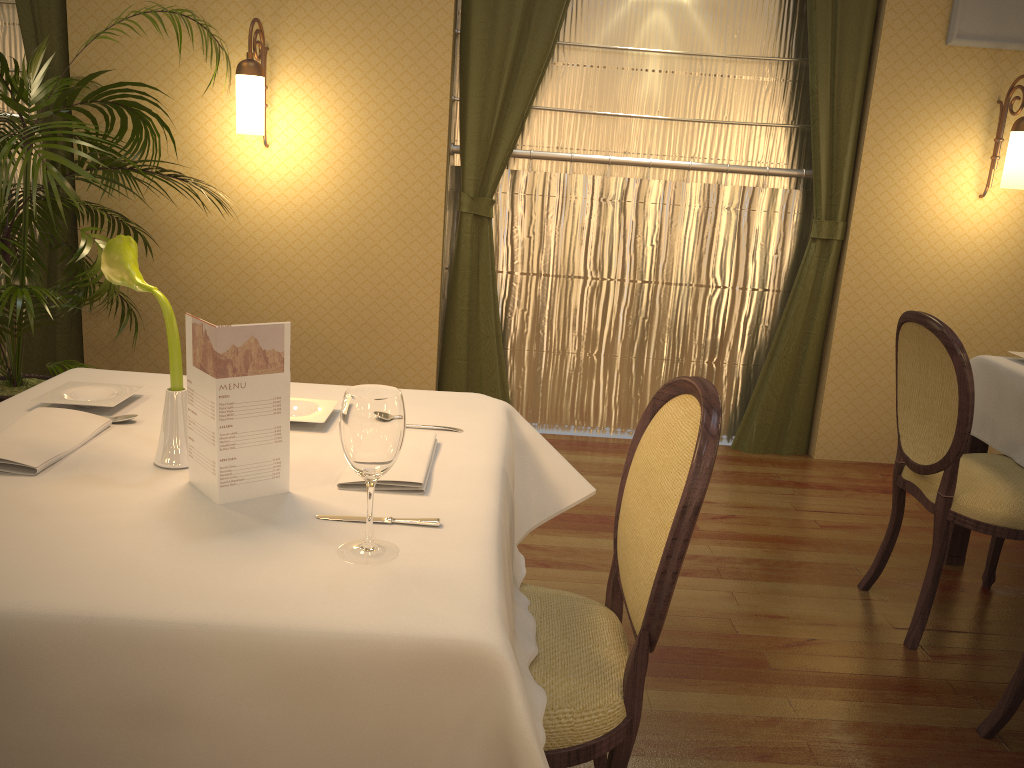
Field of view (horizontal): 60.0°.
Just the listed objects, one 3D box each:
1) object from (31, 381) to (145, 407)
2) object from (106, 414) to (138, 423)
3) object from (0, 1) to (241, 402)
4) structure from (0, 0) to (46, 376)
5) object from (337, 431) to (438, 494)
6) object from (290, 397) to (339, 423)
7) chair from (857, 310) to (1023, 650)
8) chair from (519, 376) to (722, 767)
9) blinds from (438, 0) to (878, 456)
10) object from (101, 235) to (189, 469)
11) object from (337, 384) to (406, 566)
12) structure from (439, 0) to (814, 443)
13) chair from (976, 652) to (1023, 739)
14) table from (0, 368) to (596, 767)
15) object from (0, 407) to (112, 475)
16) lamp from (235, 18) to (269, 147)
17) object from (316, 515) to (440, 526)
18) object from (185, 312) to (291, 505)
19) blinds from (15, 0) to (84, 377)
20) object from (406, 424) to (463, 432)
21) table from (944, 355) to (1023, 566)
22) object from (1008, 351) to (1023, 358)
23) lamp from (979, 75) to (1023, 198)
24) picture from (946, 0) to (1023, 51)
[{"bbox_3d":[-0.851,0.030,1.790,0.160,0.024,0.160,4,14,-1],"label":"object"},{"bbox_3d":[-0.805,0.062,1.692,0.181,0.015,0.038,4,14,0],"label":"object"},{"bbox_3d":[-1.830,-0.573,3.401,1.496,1.807,1.552,-1,15,-20],"label":"object"},{"bbox_3d":[-2.797,-2.154,3.822,1.942,4.511,0.123,4,14,-1],"label":"structure"},{"bbox_3d":[-0.213,0.133,1.566,0.142,0.024,0.273,4,14,-1],"label":"object"},{"bbox_3d":[-0.442,0.061,1.784,0.160,0.024,0.160,4,14,-1],"label":"object"},{"bbox_3d":[1.406,0.273,2.660,0.571,0.955,0.530,4,14,-1],"label":"chair"},{"bbox_3d":[0.023,0.445,1.582,0.571,0.955,0.530,4,14,-1],"label":"chair"},{"bbox_3d":[0.705,-1.905,3.765,1.878,4.537,0.129,4,14,-1],"label":"blinds"},{"bbox_3d":[-0.594,-0.055,1.473,0.163,0.375,0.076,9,15,20],"label":"object"},{"bbox_3d":[-0.189,0.120,1.190,0.088,0.229,0.088,-9,19,-42],"label":"object"},{"bbox_3d":[0.697,-1.922,3.883,1.900,4.511,0.134,4,14,-1],"label":"structure"},{"bbox_3d":[1.408,0.461,1.910,0.571,0.955,0.530,4,14,-1],"label":"chair"},{"bbox_3d":[-0.521,0.490,1.639,1.389,0.759,1.395,4,14,0],"label":"table"},{"bbox_3d":[-0.820,0.095,1.528,0.142,0.033,0.273,4,14,-1],"label":"object"},{"bbox_3d":[-1.085,-1.257,3.706,0.114,0.513,0.323,1,14,-12],"label":"lamp"},{"bbox_3d":[-0.199,0.201,1.317,0.185,0.010,0.017,4,14,-1],"label":"object"},{"bbox_3d":[-0.432,0.041,1.347,0.166,0.277,0.081,5,14,5],"label":"object"},{"bbox_3d":[-2.794,-2.138,3.708,1.934,4.537,0.225,4,14,-2],"label":"blinds"},{"bbox_3d":[-0.187,0.084,1.780,0.181,0.015,0.038,4,14,0],"label":"object"},{"bbox_3d":[2.117,0.502,2.340,1.385,0.759,2.152,4,14,-1],"label":"table"},{"bbox_3d":[1.772,-0.076,2.959,0.160,0.024,0.160,4,14,-1],"label":"object"},{"bbox_3d":[2.103,-1.047,3.767,0.114,0.513,0.323,1,14,-12],"label":"lamp"},{"bbox_3d":[2.155,-1.816,3.728,0.512,0.769,0.027,4,14,-1],"label":"picture"}]
